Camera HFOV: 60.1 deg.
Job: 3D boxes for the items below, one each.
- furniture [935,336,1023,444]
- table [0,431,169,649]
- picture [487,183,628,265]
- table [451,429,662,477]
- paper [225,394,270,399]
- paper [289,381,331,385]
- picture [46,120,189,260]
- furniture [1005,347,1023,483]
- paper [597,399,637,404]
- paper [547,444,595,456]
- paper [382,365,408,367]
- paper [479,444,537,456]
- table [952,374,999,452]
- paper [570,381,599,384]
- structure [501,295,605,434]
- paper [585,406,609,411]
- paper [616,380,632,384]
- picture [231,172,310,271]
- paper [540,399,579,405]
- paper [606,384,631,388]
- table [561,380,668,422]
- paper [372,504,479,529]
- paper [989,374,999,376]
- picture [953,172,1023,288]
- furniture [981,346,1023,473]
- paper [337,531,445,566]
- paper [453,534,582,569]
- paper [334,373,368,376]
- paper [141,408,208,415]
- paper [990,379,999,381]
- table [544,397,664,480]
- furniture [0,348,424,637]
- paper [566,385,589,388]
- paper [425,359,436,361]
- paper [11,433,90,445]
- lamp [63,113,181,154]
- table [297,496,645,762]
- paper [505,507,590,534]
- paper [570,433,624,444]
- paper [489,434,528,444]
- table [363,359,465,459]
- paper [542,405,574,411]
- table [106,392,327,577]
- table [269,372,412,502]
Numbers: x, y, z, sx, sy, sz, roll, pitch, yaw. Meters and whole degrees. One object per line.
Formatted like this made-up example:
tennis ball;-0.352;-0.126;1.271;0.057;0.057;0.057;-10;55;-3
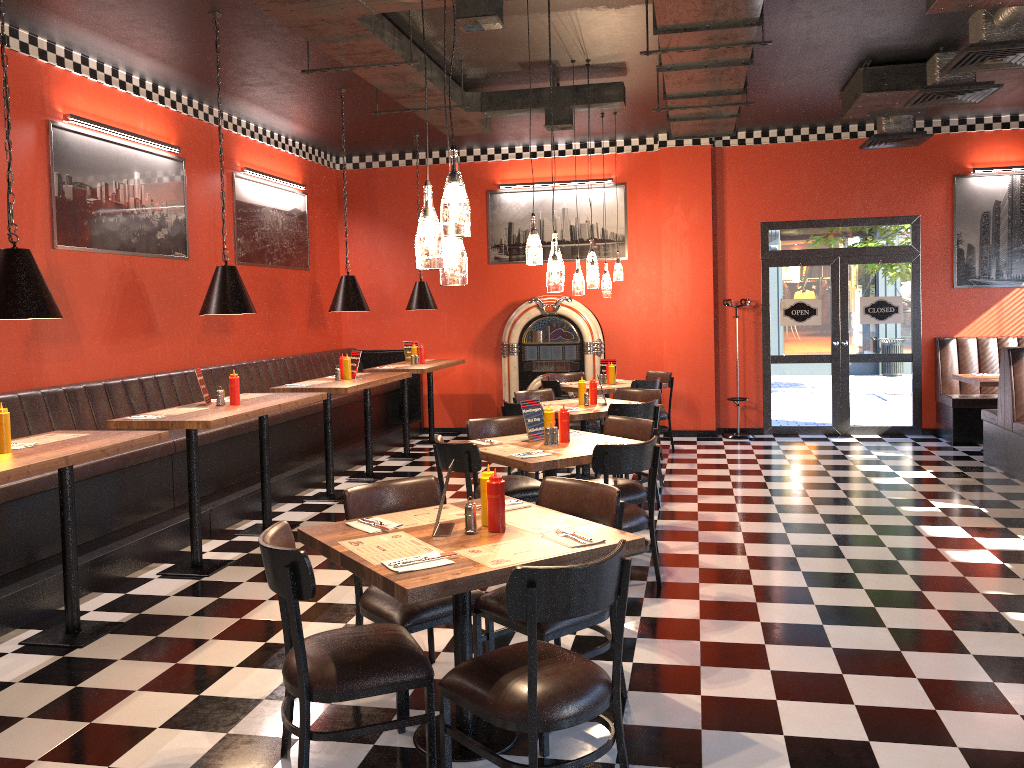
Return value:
furniture;5.706;0.049;9.834;1.709;1.152;0.707;-1;3;12
table;-2.364;0.831;4.077;0.695;0.997;1.696;-1;4;12
picture;0.561;-2.004;11.152;1.769;0.938;0.023;-1;2;12
table;0.250;0.755;5.483;0.958;0.772;0.961;-4;5;-33
paper;-2.027;0.092;6.756;0.261;0.001;0.366;0;5;14
paper;-1.780;-0.012;7.904;0.261;0.001;0.366;0;5;14
picture;-3.198;-1.538;7.347;0.023;0.937;1.775;-1;4;12
furniture;5.224;0.261;7.497;1.709;1.152;0.707;-1;3;12
paper;0.895;0.157;7.749;0.261;0.001;0.366;-5;6;-35
paper;0.411;0.387;5.200;0.366;0.001;0.261;-5;6;-35
paper;-1.319;-0.203;9.987;0.261;0.001;0.366;0;5;14
paper;-0.032;0.393;5.267;0.261;0.001;0.366;-5;6;-35
table;5.534;0.313;9.019;1.691;0.772;0.959;-1;4;12
paper;0.813;-0.018;9.820;0.366;0.001;0.261;-4;6;-31
structure;0.514;-0.216;10.971;1.294;1.765;0.501;-1;3;12
paper;0.824;0.196;7.308;0.366;0.001;0.261;-5;6;-34
paper;1.284;-0.024;9.740;0.261;0.001;0.366;-5;6;-34
picture;-2.665;-1.773;9.932;0.023;0.937;1.775;-1;4;12
paper;0.442;0.159;7.857;0.366;0.001;0.261;-5;6;-34
paper;1.173;0.018;9.289;0.366;0.001;0.261;-5;6;-34
table;1.008;0.385;9.579;0.958;0.772;0.961;-4;5;-33
paper;-0.354;0.541;3.637;0.366;0.001;0.261;-5;6;-33
paper;5.203;-0.096;9.380;0.365;0.001;0.262;0;5;12
picture;5.599;-1.759;10.128;1.023;1.299;0.016;-1;2;12
furniture;5.367;0.199;8.187;1.709;1.152;0.707;-1;3;12
paper;-0.437;0.584;3.166;0.261;0.001;0.366;-4;6;-31
paper;0.018;0.579;3.080;0.366;0.001;0.261;-5;6;-33
paper;-1.597;-0.094;8.805;0.261;0.001;0.366;0;5;14
paper;-2.199;0.178;5.805;0.261;0.001;0.366;0;5;14
paper;4.974;-0.040;8.784;0.365;0.001;0.262;-1;5;9
table;0.625;0.565;7.590;0.958;0.772;0.961;-4;5;-33
furniture;-2.588;0.474;7.445;1.104;1.147;8.781;-1;5;12
paper;0.731;0.023;9.364;0.261;0.001;0.366;-5;6;-33
paper;-1.122;-0.290;10.947;0.261;0.001;0.366;0;5;14
paper;-2.428;0.286;4.618;0.261;0.001;0.366;0;5;14
lamp;-3.182;-2.052;7.314;0.081;0.056;1.448;-1;5;12
table;-0.171;0.948;3.364;0.961;0.772;0.958;-4;5;-33
paper;0.097;0.539;3.520;0.261;0.001;0.366;-5;6;-34
paper;0.514;0.346;5.653;0.261;0.001;0.366;-5;6;-35
paper;0.042;0.352;5.724;0.366;0.001;0.261;-5;6;-32
table;-1.081;0.264;10.310;0.695;0.997;1.696;-1;4;12
paper;0.367;0.202;7.386;0.261;0.001;0.366;-5;6;-32
table;-1.937;0.642;6.151;0.695;0.997;1.696;-1;4;12
table;-1.512;0.455;8.215;0.695;0.997;1.696;-1;4;12
